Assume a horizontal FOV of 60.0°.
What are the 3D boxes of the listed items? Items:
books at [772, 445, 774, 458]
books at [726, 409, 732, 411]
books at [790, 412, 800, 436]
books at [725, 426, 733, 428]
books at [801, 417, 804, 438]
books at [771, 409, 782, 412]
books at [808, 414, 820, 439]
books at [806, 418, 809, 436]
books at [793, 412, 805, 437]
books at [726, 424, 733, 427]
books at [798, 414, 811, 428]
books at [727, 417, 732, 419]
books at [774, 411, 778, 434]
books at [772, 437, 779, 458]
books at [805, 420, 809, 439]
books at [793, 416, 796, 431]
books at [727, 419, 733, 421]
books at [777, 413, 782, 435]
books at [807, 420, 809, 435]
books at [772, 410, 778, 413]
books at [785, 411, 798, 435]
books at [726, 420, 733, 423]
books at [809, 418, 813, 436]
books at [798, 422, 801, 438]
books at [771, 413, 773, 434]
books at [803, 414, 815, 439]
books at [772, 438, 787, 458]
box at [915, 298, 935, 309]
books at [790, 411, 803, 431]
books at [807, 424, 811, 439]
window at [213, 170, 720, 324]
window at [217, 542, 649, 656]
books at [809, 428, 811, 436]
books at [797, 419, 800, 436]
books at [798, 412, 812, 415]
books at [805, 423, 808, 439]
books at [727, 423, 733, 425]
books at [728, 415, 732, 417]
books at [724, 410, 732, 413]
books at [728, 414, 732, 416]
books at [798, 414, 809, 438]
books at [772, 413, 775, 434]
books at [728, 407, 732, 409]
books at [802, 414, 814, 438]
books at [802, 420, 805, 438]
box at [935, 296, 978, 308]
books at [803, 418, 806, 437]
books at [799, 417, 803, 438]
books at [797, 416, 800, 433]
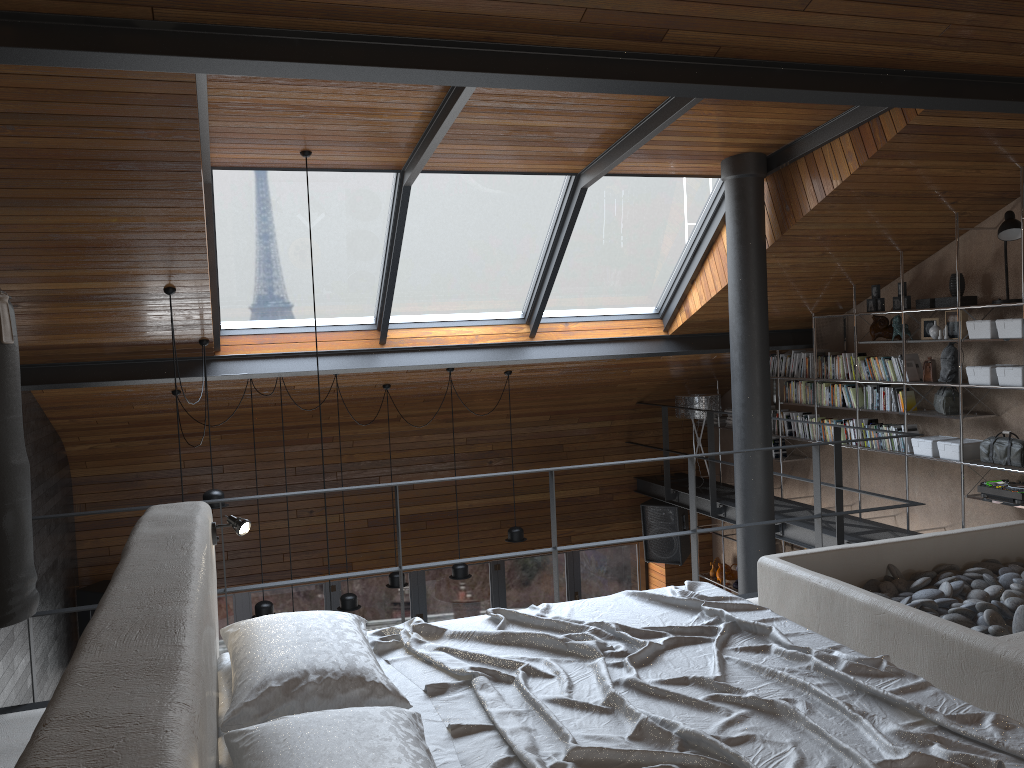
[{"bbox_3d":[2.704,0.645,9.014,0.131,0.205,0.051,-3,3,-18],"label":"books"},{"bbox_3d":[2.486,0.275,9.732,0.231,0.012,0.159,-3,3,-13],"label":"books"},{"bbox_3d":[2.812,0.393,8.705,0.148,0.233,0.053,-3,3,-18],"label":"books"},{"bbox_3d":[2.492,0.465,9.743,0.234,0.016,0.182,-4,3,-18],"label":"books"},{"bbox_3d":[2.845,0.416,8.529,0.127,0.200,0.046,-3,3,-18],"label":"books"},{"bbox_3d":[2.694,0.380,9.046,0.148,0.234,0.013,-3,3,-18],"label":"books"},{"bbox_3d":[2.876,0.406,8.413,0.122,0.230,0.057,-3,3,-18],"label":"books"},{"bbox_3d":[2.864,0.420,8.450,0.111,0.197,0.043,-3,3,-18],"label":"books"},{"bbox_3d":[2.828,0.395,8.659,0.148,0.233,0.053,-3,3,-18],"label":"books"},{"bbox_3d":[2.502,0.449,9.729,0.234,0.016,0.182,-4,3,-23],"label":"books"},{"bbox_3d":[2.855,0.404,8.565,0.171,0.218,0.047,-4,3,-19],"label":"books"},{"bbox_3d":[2.507,0.368,9.715,0.234,0.016,0.182,-4,3,-28],"label":"books"},{"bbox_3d":[2.708,0.386,8.942,0.129,0.231,0.010,-3,3,-18],"label":"books"},{"bbox_3d":[2.707,0.640,9.001,0.137,0.216,0.049,-3,3,-18],"label":"books"},{"bbox_3d":[2.859,0.431,8.455,0.112,0.176,0.039,-3,3,-18],"label":"books"},{"bbox_3d":[2.835,0.410,8.689,0.139,0.201,0.057,-4,3,-19],"label":"books"},{"bbox_3d":[2.508,0.383,9.717,0.234,0.016,0.182,-3,3,-13],"label":"books"},{"bbox_3d":[2.714,0.397,8.873,0.137,0.215,0.014,-3,3,-18],"label":"books"},{"bbox_3d":[2.863,0.432,8.438,0.112,0.176,0.039,-3,3,-18],"label":"books"},{"bbox_3d":[2.704,0.383,9.012,0.129,0.231,0.010,-3,3,-18],"label":"books"},{"bbox_3d":[2.772,0.392,8.759,0.148,0.233,0.053,-3,3,-18],"label":"books"},{"bbox_3d":[2.497,0.406,9.729,0.240,0.028,0.180,-4,3,-28],"label":"books"},{"bbox_3d":[2.875,0.422,8.396,0.111,0.197,0.043,-3,3,-18],"label":"books"},{"bbox_3d":[2.832,0.414,8.579,0.127,0.200,0.046,-3,3,-18],"label":"books"},{"bbox_3d":[2.692,0.397,8.998,0.130,0.208,0.010,-3,3,-18],"label":"books"},{"bbox_3d":[2.873,0.406,8.489,0.161,0.222,0.055,-3,3,-18],"label":"books"},{"bbox_3d":[2.711,0.652,8.985,0.138,0.191,0.049,-3,3,-18],"label":"books"},{"bbox_3d":[3.337,-0.635,6.994,0.208,0.079,0.207,-3,3,-5],"label":"box"},{"bbox_3d":[2.819,0.390,8.739,0.143,0.236,0.062,-4,3,-19],"label":"books"},{"bbox_3d":[2.863,0.433,8.428,0.111,0.174,0.041,-3,3,-18],"label":"books"},{"bbox_3d":[-0.312,-1.076,6.973,3.818,1.031,1.213,-4,3,-18],"label":"window"},{"bbox_3d":[-1.059,2.725,10.159,5.936,1.522,0.101,-4,3,-18],"label":"window"},{"bbox_3d":[2.875,0.432,8.421,0.112,0.176,0.039,-3,3,-18],"label":"books"},{"bbox_3d":[2.849,0.420,8.650,0.131,0.180,0.042,-4,3,-19],"label":"books"},{"bbox_3d":[2.868,0.394,8.635,0.148,0.233,0.053,-3,3,-18],"label":"books"},{"bbox_3d":[2.861,0.427,8.467,0.117,0.182,0.044,-3,3,-18],"label":"books"},{"bbox_3d":[2.501,0.430,9.733,0.222,0.021,0.174,-4,3,-18],"label":"books"},{"bbox_3d":[2.510,0.350,9.730,0.213,0.017,0.167,-4,3,-23],"label":"books"},{"bbox_3d":[2.493,0.295,9.724,0.268,0.025,0.176,-4,3,-18],"label":"books"},{"bbox_3d":[2.500,0.335,9.735,0.206,0.012,0.161,-4,3,-28],"label":"books"},{"bbox_3d":[2.851,0.405,8.574,0.164,0.217,0.048,-4,3,-18],"label":"books"},{"bbox_3d":[2.704,0.397,8.988,0.148,0.206,0.018,-3,3,-18],"label":"books"},{"bbox_3d":[2.501,0.261,9.733,0.206,0.012,0.161,-4,3,-18],"label":"books"},{"bbox_3d":[2.875,0.402,8.522,0.177,0.217,0.046,-3,3,-18],"label":"books"},{"bbox_3d":[2.845,0.431,8.513,0.119,0.171,0.044,-3,3,-18],"label":"books"},{"bbox_3d":[3.399,-0.627,6.785,0.208,0.079,0.207,-4,3,-21],"label":"box"},{"bbox_3d":[2.858,0.414,8.503,0.125,0.206,0.055,-3,3,-18],"label":"books"},{"bbox_3d":[2.834,0.416,8.537,0.127,0.200,0.046,-3,3,-18],"label":"books"},{"bbox_3d":[2.858,0.408,8.642,0.149,0.205,0.049,-4,3,-19],"label":"books"}]
